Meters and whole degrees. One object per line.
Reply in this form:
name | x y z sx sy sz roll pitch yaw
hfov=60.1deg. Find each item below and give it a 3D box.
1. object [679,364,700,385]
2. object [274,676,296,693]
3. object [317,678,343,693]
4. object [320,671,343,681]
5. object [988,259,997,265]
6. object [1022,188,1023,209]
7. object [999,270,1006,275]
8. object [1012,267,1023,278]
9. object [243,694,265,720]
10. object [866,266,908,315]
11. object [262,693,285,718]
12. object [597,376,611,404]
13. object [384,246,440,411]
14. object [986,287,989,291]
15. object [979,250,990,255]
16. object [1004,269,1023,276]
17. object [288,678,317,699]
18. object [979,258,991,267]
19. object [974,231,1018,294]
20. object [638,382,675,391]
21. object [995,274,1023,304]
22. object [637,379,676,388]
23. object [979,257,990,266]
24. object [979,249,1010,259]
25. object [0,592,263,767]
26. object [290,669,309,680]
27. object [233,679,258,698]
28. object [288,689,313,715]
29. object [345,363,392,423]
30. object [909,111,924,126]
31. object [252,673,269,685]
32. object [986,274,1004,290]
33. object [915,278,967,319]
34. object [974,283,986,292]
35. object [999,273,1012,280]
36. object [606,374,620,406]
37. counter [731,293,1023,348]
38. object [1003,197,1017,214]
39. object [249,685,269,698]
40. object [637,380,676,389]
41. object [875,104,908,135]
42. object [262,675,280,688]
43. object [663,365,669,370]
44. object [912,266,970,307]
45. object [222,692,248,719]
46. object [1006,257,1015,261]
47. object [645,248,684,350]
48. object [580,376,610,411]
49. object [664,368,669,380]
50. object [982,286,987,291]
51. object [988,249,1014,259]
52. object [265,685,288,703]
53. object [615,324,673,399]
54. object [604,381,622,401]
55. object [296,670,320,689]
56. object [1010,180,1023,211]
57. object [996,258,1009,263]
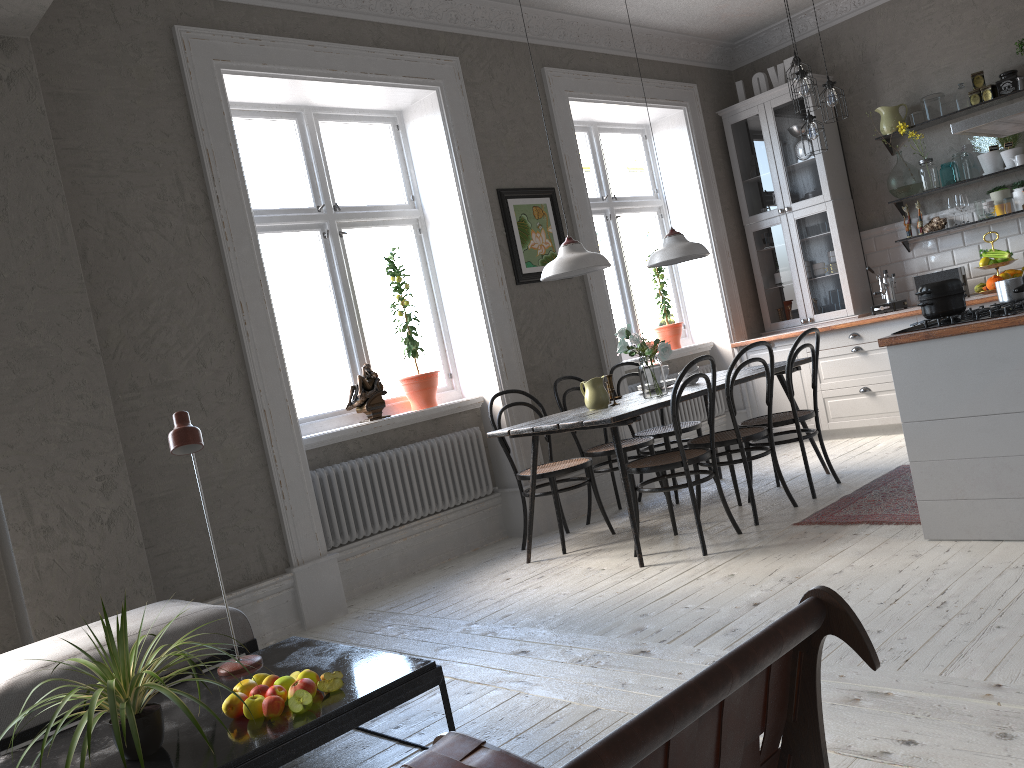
object | 1.036 -0.056 5.175 0.130 0.119 0.122 -13 2 -27
object | -0.623 0.834 2.438 0.061 0.058 0.061 -12 2 2
object | -0.494 0.819 2.409 0.067 0.037 0.047 -12 2 -17
object | -0.503 0.819 2.481 0.062 0.036 0.047 -13 2 -32
object | 3.320 -0.831 6.122 0.068 0.061 0.062 -13 2 -43
object | 3.560 -1.279 6.064 0.117 0.147 0.102 -11 2 15
object | 3.446 -0.750 6.190 0.083 0.093 0.088 -10 2 43
object | 3.477 -0.765 6.080 0.127 0.120 0.060 -12 2 -20
object | -0.675 0.845 2.328 0.062 0.063 0.061 -12 2 -11
object | 2.804 -0.721 6.698 0.360 0.370 0.201 -13 2 -43
object | -0.620 0.837 2.303 0.057 0.058 0.057 -12 2 -18
object | 0.499 0.034 4.997 0.094 0.172 0.097 -11 2 28
object | -0.625 -0.337 5.305 0.271 0.992 0.269 -12 2 -4
object | 3.360 -0.674 6.201 0.068 0.076 0.233 -11 2 30
object | 3.296 -0.917 6.175 0.071 0.058 0.051 -11 2 24
object | 3.463 -0.769 6.104 0.124 0.056 0.061 -11 2 39
object | -0.559 0.820 2.361 0.076 0.064 0.074 -12 2 -12
object | 3.325 -0.841 6.204 0.094 0.078 0.103 -11 2 34
object | 3.362 -0.851 6.155 0.345 0.426 0.358 -11 2 32
object | 0.872 0.022 5.303 0.241 0.027 0.233 -12 2 -25
object | 2.126 -0.416 3.637 0.176 0.134 0.302 -12 1 -8
object | 0.869 0.005 5.303 0.241 0.027 0.234 -12 1 -20
object | 3.277 -0.846 6.141 0.080 0.069 0.058 -13 2 -24
object | 3.341 -0.903 6.125 0.068 0.101 0.206 -13 2 -36
object | -0.944 0.730 2.226 0.673 0.420 0.719 -13 2 -25
object | -0.599 0.838 2.505 0.067 0.039 0.063 -13 2 -37
object | -0.737 0.854 2.452 0.072 0.066 0.066 -13 2 -38
object | -0.550 0.825 2.296 0.061 0.053 0.057 -13 2 -36
object | -0.841 0.052 5.042 0.242 0.329 0.117 -13 2 -41
object | 3.000 -1.954 6.553 0.105 0.111 0.101 -13 2 -43
object | -0.718 0.854 2.527 0.067 0.055 0.060 -11 2 14
object | 3.308 -0.696 6.064 0.112 0.111 0.112 -11 2 14
object | 1.782 -0.353 3.671 0.187 0.147 0.196 -11 2 27
object | 3.336 -0.683 6.254 0.153 0.072 0.076 -12 2 -14
object | 3.386 -0.724 6.088 0.089 0.078 0.088 -12 2 -17
object | 0.541 0.032 4.790 0.060 0.167 0.058 -13 2 -29
counter | 2.206 -0.358 5.388 3.461 0.039 3.095 -13 2 -43
object | 3.470 -1.246 6.178 0.076 0.108 0.079 -10 2 41
object | -0.687 0.849 2.412 0.057 0.056 0.061 -11 2 34
object | 0.870 0.013 5.303 0.235 0.027 0.240 -11 1 15
object | 2.842 -1.977 6.625 0.176 0.216 0.187 -13 2 -29
object | -0.670 0.844 2.476 0.056 0.058 0.059 -11 2 30
object | 0.857 -0.050 5.301 0.176 0.094 0.183 -11 2 38
object | 3.136 -0.712 6.482 0.090 0.226 0.344 -14 2 -43
object | -0.736 0.855 2.360 0.071 0.066 0.069 -13 2 -28
object | 3.429 -0.855 6.098 0.050 0.050 0.051 -13 2 -34
object | 1.194 -0.671 7.044 0.263 0.813 0.257 -12 2 -16
object | 0.444 0.051 4.771 0.149 0.170 0.136 -12 2 8
object | 0.861 -0.030 5.301 0.176 0.094 0.183 -11 2 38
object | 3.337 -0.678 6.201 0.089 0.057 0.085 -12 2 -11
object | 3.411 -0.908 6.152 0.089 0.096 0.178 -13 2 -22
object | -0.632 0.838 2.376 0.055 0.058 0.060 -11 2 38
object | 0.724 -0.132 4.737 0.256 0.414 0.305 -14 2 -45
object | 0.583 0.040 5.270 0.137 0.112 0.142 -11 2 30
object | -0.562 0.820 2.438 0.058 0.062 0.065 -11 2 29
object | 3.568 -1.318 6.177 0.149 0.214 0.172 -12 2 -13
object | 3.381 -0.842 6.106 0.074 0.062 0.102 -11 2 20
